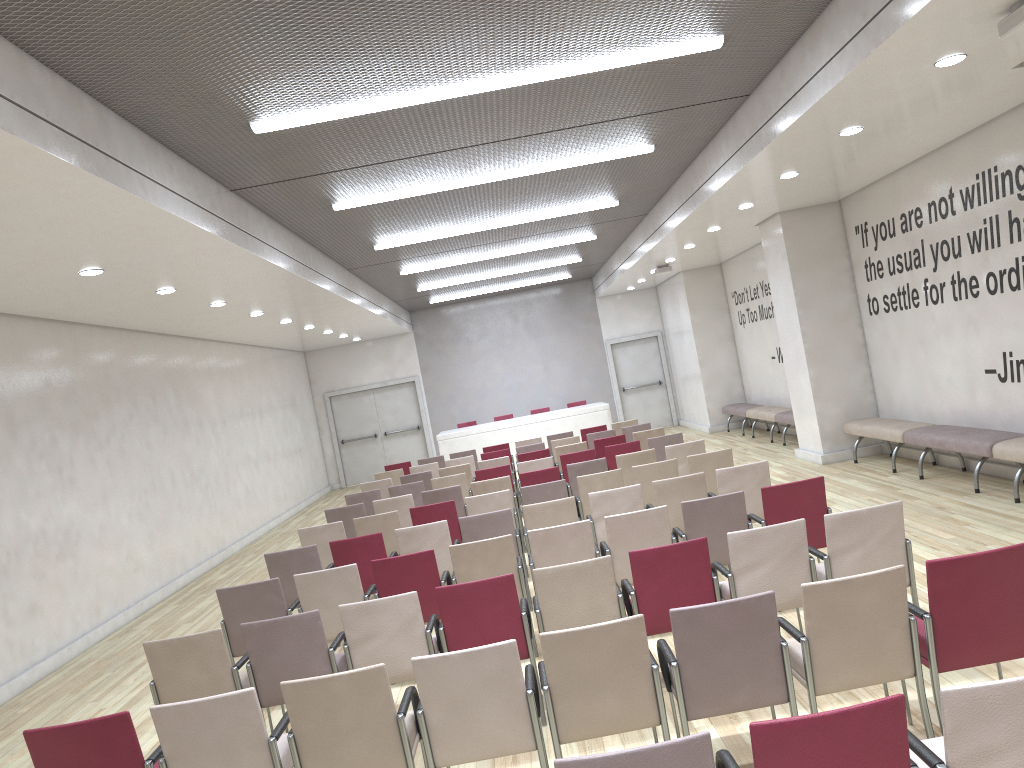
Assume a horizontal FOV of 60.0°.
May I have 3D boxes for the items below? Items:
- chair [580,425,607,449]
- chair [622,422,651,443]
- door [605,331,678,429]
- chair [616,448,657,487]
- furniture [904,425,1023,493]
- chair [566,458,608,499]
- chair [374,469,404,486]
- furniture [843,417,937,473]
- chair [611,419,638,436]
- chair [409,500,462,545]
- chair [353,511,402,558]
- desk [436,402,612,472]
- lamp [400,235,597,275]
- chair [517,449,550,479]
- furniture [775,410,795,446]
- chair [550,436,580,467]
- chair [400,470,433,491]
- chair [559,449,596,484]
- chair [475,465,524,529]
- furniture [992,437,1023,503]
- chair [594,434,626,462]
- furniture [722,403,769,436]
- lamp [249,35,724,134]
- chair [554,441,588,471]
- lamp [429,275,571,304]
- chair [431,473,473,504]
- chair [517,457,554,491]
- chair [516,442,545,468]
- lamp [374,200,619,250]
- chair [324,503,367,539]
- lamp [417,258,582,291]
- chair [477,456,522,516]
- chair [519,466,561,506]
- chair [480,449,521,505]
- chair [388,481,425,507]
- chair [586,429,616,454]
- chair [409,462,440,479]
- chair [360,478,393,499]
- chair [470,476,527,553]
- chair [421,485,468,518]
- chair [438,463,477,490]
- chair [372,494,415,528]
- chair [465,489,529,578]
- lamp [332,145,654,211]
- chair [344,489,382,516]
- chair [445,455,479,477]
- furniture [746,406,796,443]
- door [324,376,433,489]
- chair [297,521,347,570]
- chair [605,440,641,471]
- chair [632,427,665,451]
[{"bbox_3d":[1.430,1.151,15.070,0.513,0.890,0.640,-11,1,-1],"label":"chair"},{"bbox_3d":[1.975,1.061,13.837,0.513,0.890,0.640,-11,1,0],"label":"chair"},{"bbox_3d":[3.232,-0.013,22.133,1.400,2.400,0.200,-11,1,0],"label":"door"},{"bbox_3d":[1.445,1.191,10.150,0.513,0.890,0.640,-11,1,-1],"label":"chair"},{"bbox_3d":[4.764,0.751,9.300,0.530,0.550,1.833,-11,0,0],"label":"furniture"},{"bbox_3d":[0.903,1.292,10.155,0.513,0.890,0.640,-11,1,0],"label":"chair"},{"bbox_3d":[-1.812,1.766,13.833,0.513,0.890,0.640,-11,1,-1],"label":"chair"},{"bbox_3d":[4.752,0.737,11.158,0.530,0.550,1.833,-11,0,0],"label":"furniture"},{"bbox_3d":[1.954,1.054,15.067,0.513,0.890,0.640,-11,1,0],"label":"chair"},{"bbox_3d":[-0.702,1.601,8.908,0.513,0.890,0.640,-11,1,0],"label":"chair"},{"bbox_3d":[-1.250,1.703,8.907,0.513,0.890,0.640,-11,1,0],"label":"chair"},{"bbox_3d":[0.310,1.248,19.077,3.652,1.042,1.456,-11,1,0],"label":"desk"},{"bbox_3d":[-0.225,-2.131,14.733,3.304,0.045,0.198,-11,0,0],"label":"lamp"},{"bbox_3d":[0.365,1.371,12.601,0.513,0.890,0.640,-11,1,-1],"label":"chair"},{"bbox_3d":[4.732,0.715,14.172,0.530,0.550,1.833,-11,0,0],"label":"furniture"},{"bbox_3d":[0.886,1.263,13.847,0.513,0.890,0.640,-11,1,-1],"label":"chair"},{"bbox_3d":[-1.265,1.675,12.594,0.513,0.890,0.640,-11,1,-1],"label":"chair"},{"bbox_3d":[0.895,1.283,11.374,0.513,0.890,0.640,-11,1,0],"label":"chair"},{"bbox_3d":[-0.172,1.481,11.385,0.513,0.890,0.640,-11,1,-1],"label":"chair"},{"bbox_3d":[4.777,0.765,7.446,0.530,0.550,1.833,-11,0,0],"label":"furniture"},{"bbox_3d":[1.429,1.173,12.618,0.513,0.890,0.640,-11,1,-1],"label":"chair"},{"bbox_3d":[4.707,0.688,17.884,0.530,0.550,1.833,-11,0,0],"label":"furniture"},{"bbox_3d":[-0.168,-2.069,6.167,3.304,0.045,0.198,-11,0,0],"label":"lamp"},{"bbox_3d":[0.892,1.273,12.614,0.513,0.890,0.640,-11,1,-1],"label":"chair"},{"bbox_3d":[-0.263,-2.173,20.391,3.304,0.045,0.198,-11,0,0],"label":"lamp"},{"bbox_3d":[-0.720,1.584,11.372,0.513,0.890,0.640,-11,1,0],"label":"chair"},{"bbox_3d":[0.360,1.382,11.379,0.513,0.890,0.640,-11,1,0],"label":"chair"},{"bbox_3d":[0.353,1.363,13.833,0.513,0.890,0.640,-11,1,0],"label":"chair"},{"bbox_3d":[-0.206,-2.110,11.851,3.304,0.045,0.198,-11,0,0],"label":"lamp"},{"bbox_3d":[-1.785,1.792,10.144,0.513,0.890,0.640,-11,1,0],"label":"chair"},{"bbox_3d":[-0.244,-2.152,17.539,3.304,0.045,0.198,-11,0,0],"label":"lamp"},{"bbox_3d":[-0.181,1.473,12.599,0.513,0.890,0.640,-11,1,0],"label":"chair"},{"bbox_3d":[0.372,1.391,10.158,0.513,0.890,0.640,-11,1,-1],"label":"chair"},{"bbox_3d":[-0.185,1.463,13.845,0.513,0.890,0.640,-11,1,0],"label":"chair"},{"bbox_3d":[-1.253,1.683,11.369,0.513,0.890,0.640,-11,1,-1],"label":"chair"},{"bbox_3d":[1.435,1.161,13.836,0.513,0.890,0.640,-11,1,0],"label":"chair"},{"bbox_3d":[-1.272,1.665,13.825,0.513,0.890,0.640,-11,1,0],"label":"chair"},{"bbox_3d":[-1.812,1.776,12.590,0.513,0.890,0.640,-11,1,1],"label":"chair"},{"bbox_3d":[-0.163,1.490,10.136,0.513,0.890,0.640,-11,1,0],"label":"chair"},{"bbox_3d":[-0.709,1.592,10.136,0.513,0.890,0.640,-11,1,0],"label":"chair"},{"bbox_3d":[-0.732,1.575,12.608,0.513,0.890,0.640,-11,1,-1],"label":"chair"},{"bbox_3d":[-1.249,1.693,10.131,0.513,0.890,0.640,-11,1,0],"label":"chair"},{"bbox_3d":[-0.166,1.501,8.923,0.513,0.890,0.640,-11,1,-1],"label":"chair"},{"bbox_3d":[-0.187,-2.090,9.030,3.304,0.045,0.198,-11,0,0],"label":"lamp"},{"bbox_3d":[-1.799,1.784,11.372,0.513,0.890,0.640,-11,1,-1],"label":"chair"},{"bbox_3d":[-0.736,1.565,13.840,0.513,0.890,0.640,-11,1,-1],"label":"chair"},{"bbox_3d":[4.719,0.702,16.026,0.530,0.550,1.833,-11,0,0],"label":"furniture"},{"bbox_3d":[-3.281,1.200,22.100,2.373,2.400,0.200,-11,1,0],"label":"door"},{"bbox_3d":[-1.785,1.803,8.906,0.513,0.890,0.640,-11,1,0],"label":"chair"},{"bbox_3d":[1.454,1.179,11.386,0.513,0.890,0.640,-11,1,0],"label":"chair"},{"bbox_3d":[1.969,1.072,12.618,0.513,0.890,0.640,-11,1,-1],"label":"chair"}]
